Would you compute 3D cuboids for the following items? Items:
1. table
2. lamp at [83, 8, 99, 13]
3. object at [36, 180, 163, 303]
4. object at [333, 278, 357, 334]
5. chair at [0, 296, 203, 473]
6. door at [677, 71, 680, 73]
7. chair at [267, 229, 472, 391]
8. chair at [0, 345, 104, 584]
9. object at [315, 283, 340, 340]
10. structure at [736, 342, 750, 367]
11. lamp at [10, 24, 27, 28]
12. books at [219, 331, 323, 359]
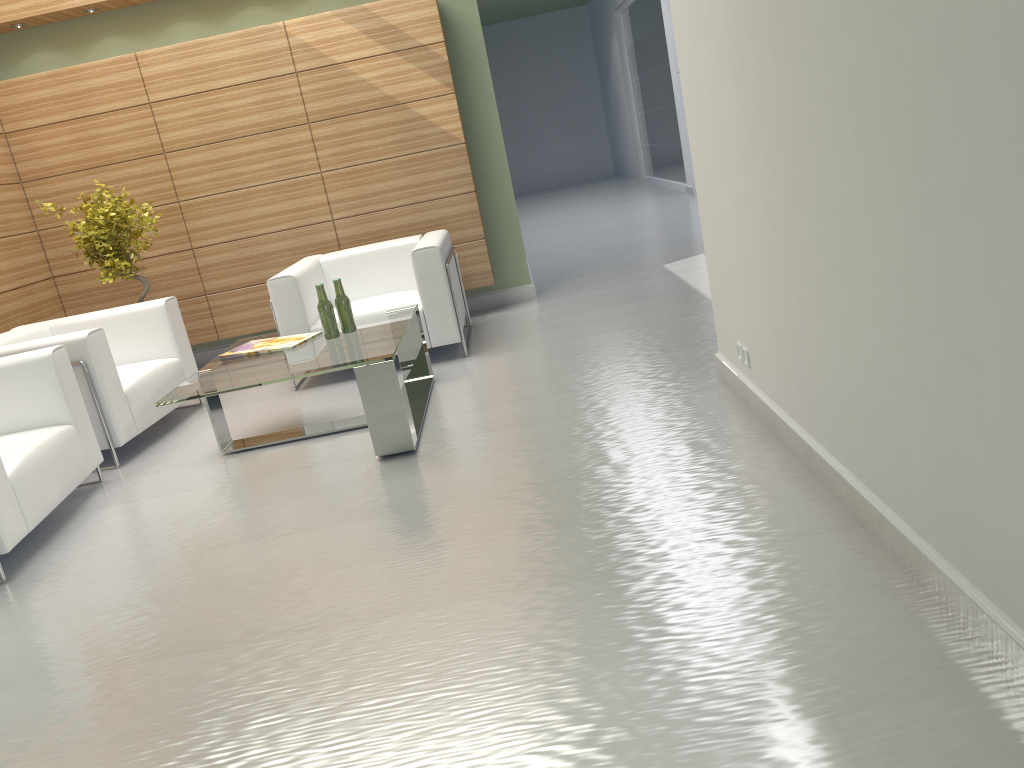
[{"bbox_3d":[-1.682,0.039,7.572,1.783,0.742,2.197,-11,15,2],"label":"table"},{"bbox_3d":[-5.010,-4.469,10.539,0.181,0.074,0.181,-13,15,-4],"label":"lamp"},{"bbox_3d":[-4.416,-1.034,10.084,1.201,2.565,1.116,-20,17,-29],"label":"object"},{"bbox_3d":[-1.454,-0.672,7.644,0.131,0.475,0.131,-21,18,-32],"label":"object"},{"bbox_3d":[-4.293,0.039,8.683,1.769,1.234,1.894,-10,15,7],"label":"chair"},{"bbox_3d":[3.861,-6.572,18.999,0.250,5.083,2.089,-11,15,2],"label":"door"},{"bbox_3d":[-1.523,-0.889,9.984,1.894,1.234,1.802,-11,15,2],"label":"chair"},{"bbox_3d":[-4.262,0.649,6.440,1.802,1.234,1.894,-12,15,-3],"label":"chair"},{"bbox_3d":[-1.578,-0.616,7.531,0.131,0.475,0.131,-21,18,-32],"label":"object"},{"bbox_3d":[1.586,-0.205,6.086,0.017,0.118,0.262,-11,15,2],"label":"structure"},{"bbox_3d":[-5.891,-4.295,10.568,0.181,0.074,0.181,-13,15,-4],"label":"lamp"},{"bbox_3d":[-2.124,-0.346,7.822,0.762,0.025,0.508,-6,16,21],"label":"books"}]
